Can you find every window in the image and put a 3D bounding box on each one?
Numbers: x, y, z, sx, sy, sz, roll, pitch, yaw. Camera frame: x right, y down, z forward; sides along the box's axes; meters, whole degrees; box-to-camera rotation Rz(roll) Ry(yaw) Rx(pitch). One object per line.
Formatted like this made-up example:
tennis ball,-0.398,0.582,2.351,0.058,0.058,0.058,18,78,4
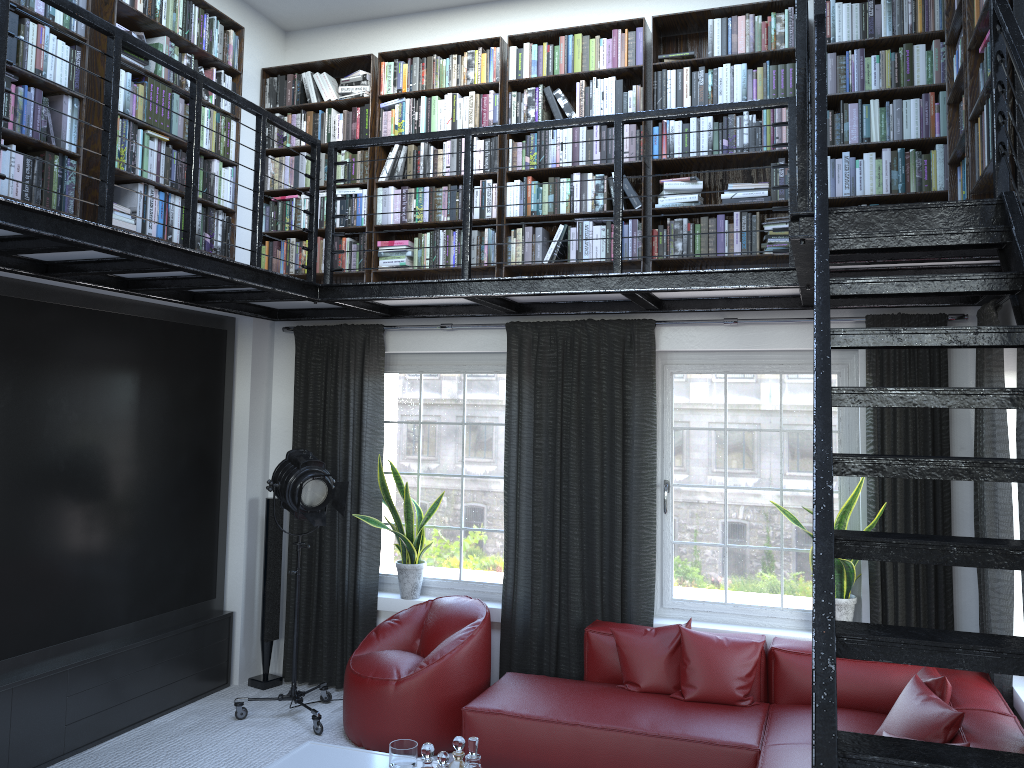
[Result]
window,-0.475,0.593,5.865,1.167,1.609,0.132,0,-5,19
window,1.416,0.603,5.199,1.167,1.609,0.132,0,-5,19

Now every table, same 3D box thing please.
table,-0.375,1.792,3.366,1.665,0.244,1.163,0,-2,19

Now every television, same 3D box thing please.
television,-2.430,0.695,4.329,0.116,2.433,3.345,-1,-3,19

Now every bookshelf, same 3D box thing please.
bookshelf,-0.045,-1.403,4.109,4.475,1.620,3.082,0,-3,19

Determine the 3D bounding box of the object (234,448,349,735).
object,-0.153,1.195,5.218,2.905,1.582,0.751,1,-4,3

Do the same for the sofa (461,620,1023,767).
sofa,0.705,1.623,3.422,2.542,0.657,3.272,0,-2,19

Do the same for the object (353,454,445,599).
object,-0.812,0.908,5.687,0.553,0.942,0.525,-1,-4,30

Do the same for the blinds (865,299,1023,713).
blinds,2.162,0.771,3.955,0.527,2.386,1.745,1,-4,2

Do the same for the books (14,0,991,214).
books,-0.085,-1.344,4.007,4.335,1.142,1.595,0,-3,19

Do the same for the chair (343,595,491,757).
chair,-0.537,1.621,5.062,0.830,0.713,0.829,2,-3,-19

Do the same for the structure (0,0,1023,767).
structure,-0.333,0.230,3.268,4.488,3.362,4.605,0,-3,19

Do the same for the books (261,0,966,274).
books,0.227,-1.446,4.951,4.435,1.432,1.282,0,-3,21

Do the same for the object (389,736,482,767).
object,-0.138,1.535,3.507,1.008,0.295,0.511,0,-3,23

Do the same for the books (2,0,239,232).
books,-2.156,-1.511,4.402,0.315,1.426,2.202,0,-3,20

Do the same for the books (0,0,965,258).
books,-0.174,-1.489,3.729,4.377,1.412,2.200,0,-3,19

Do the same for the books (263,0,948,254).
books,0.404,-1.422,5.404,4.436,1.415,0.226,0,-4,19

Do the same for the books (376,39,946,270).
books,0.758,-1.269,5.280,3.391,1.125,0.240,0,-4,19

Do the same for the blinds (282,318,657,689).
blinds,-0.351,0.787,5.580,2.508,2.392,0.125,0,-4,19

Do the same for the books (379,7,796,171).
books,0.408,-1.707,5.435,2.637,0.830,0.213,0,-4,19

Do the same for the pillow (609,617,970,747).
pillow,1.414,1.427,4.170,0.982,0.402,1.954,2,-3,-28

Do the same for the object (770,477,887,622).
object,1.696,0.921,4.779,0.553,0.942,0.524,0,-4,8

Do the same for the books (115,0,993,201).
books,0.021,-1.467,4.230,4.383,1.408,1.167,0,-3,19

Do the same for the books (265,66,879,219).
books,0.402,-1.411,5.399,4.441,1.400,0.241,0,-4,20

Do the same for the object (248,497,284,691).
object,-1.610,1.371,5.870,0.157,1.224,0.157,-2,-5,35
